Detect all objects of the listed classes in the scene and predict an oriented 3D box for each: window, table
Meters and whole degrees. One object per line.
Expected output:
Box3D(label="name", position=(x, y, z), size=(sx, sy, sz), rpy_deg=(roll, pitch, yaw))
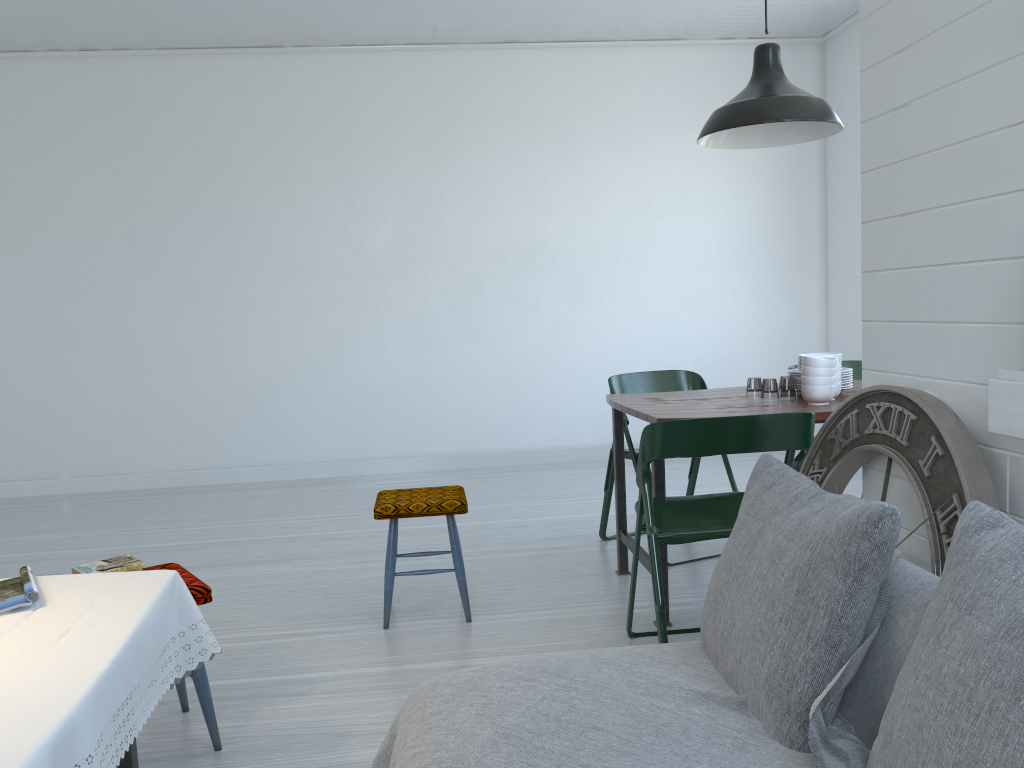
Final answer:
Box3D(label="window", position=(1.153, -1.040, 1.037), size=(0.254, 2.402, 1.479), rpy_deg=(-3, 6, -6))
Box3D(label="table", position=(-1.397, 0.957, 1.804), size=(1.327, 0.726, 1.667), rpy_deg=(-3, 5, -4))
Box3D(label="table", position=(1.372, 0.511, 4.282), size=(1.695, 0.931, 1.169), rpy_deg=(-3, 5, -8))

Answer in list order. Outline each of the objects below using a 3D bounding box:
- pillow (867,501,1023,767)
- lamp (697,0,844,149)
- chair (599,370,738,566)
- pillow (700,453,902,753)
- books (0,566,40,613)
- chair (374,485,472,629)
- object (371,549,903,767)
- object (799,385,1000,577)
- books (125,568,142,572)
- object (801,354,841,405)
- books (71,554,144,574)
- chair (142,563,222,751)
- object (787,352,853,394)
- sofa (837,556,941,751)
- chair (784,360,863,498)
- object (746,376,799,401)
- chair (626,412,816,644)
Box3D(label="pillow", position=(0.768, 0.490, 1.283), size=(0.280, 0.521, 0.640), rpy_deg=(-3, 5, -5))
Box3D(label="lamp", position=(1.148, -1.888, 4.010), size=(0.650, 1.502, 0.649), rpy_deg=(-4, 6, -9))
Box3D(label="chair", position=(0.922, 0.443, 5.076), size=(0.651, 1.008, 0.729), rpy_deg=(-5, 6, -25))
Box3D(label="pillow", position=(0.604, 0.466, 1.996), size=(0.278, 0.522, 0.638), rpy_deg=(-3, 5, -6))
Box3D(label="books", position=(-1.353, 0.537, 2.278), size=(0.228, 0.043, 0.300), rpy_deg=(-6, 6, -31))
Box3D(label="chair", position=(-0.412, 0.797, 4.150), size=(0.419, 0.564, 0.418), rpy_deg=(-3, 5, -6))
Box3D(label="object", position=(0.253, 0.834, 1.999), size=(1.684, 0.926, 1.210), rpy_deg=(1, 6, 35))
Box3D(label="object", position=(0.946, 0.578, 2.482), size=(0.584, 1.140, 1.110), rpy_deg=(-5, 6, -20))
Box3D(label="books", position=(-1.353, 0.639, 2.965), size=(0.128, 0.030, 0.182), rpy_deg=(-1, 5, 16))
Box3D(label="object", position=(1.382, -0.026, 3.957), size=(0.149, 0.217, 0.308), rpy_deg=(0, 6, 27))
Box3D(label="books", position=(-1.350, 0.612, 2.963), size=(0.189, 0.022, 0.133), rpy_deg=(-7, 7, -44))
Box3D(label="chair", position=(-1.240, 0.938, 2.934), size=(0.419, 0.564, 0.419), rpy_deg=(-7, 7, -35))
Box3D(label="object", position=(1.489, -0.049, 4.293), size=(0.300, 0.195, 0.305), rpy_deg=(0, 6, 31))
Box3D(label="sofa", position=(-0.650, 0.982, 0.660), size=(3.407, 0.900, 3.389), rpy_deg=(-3, 5, -6))
Box3D(label="chair", position=(1.991, 0.384, 5.180), size=(0.651, 1.008, 0.729), rpy_deg=(-4, 6, -15))
Box3D(label="object", position=(1.238, 0.019, 4.192), size=(0.241, 0.098, 0.171), rpy_deg=(-3, 5, -2))
Box3D(label="chair", position=(0.798, 0.590, 3.401), size=(0.651, 1.008, 0.729), rpy_deg=(-3, 6, -6))
